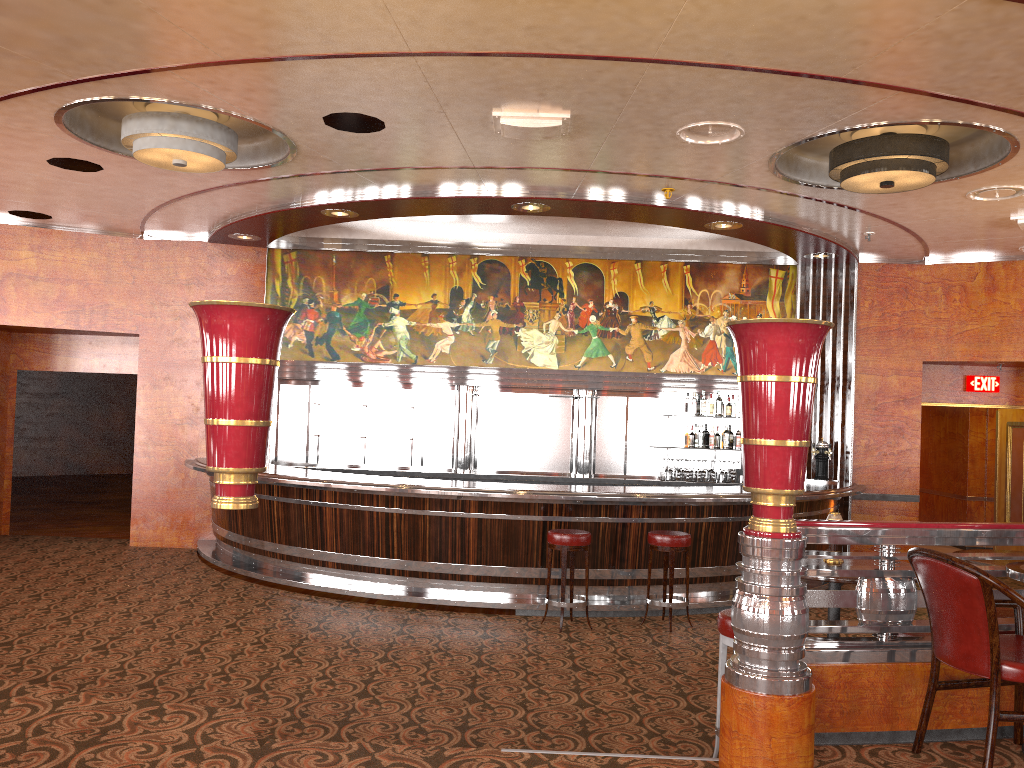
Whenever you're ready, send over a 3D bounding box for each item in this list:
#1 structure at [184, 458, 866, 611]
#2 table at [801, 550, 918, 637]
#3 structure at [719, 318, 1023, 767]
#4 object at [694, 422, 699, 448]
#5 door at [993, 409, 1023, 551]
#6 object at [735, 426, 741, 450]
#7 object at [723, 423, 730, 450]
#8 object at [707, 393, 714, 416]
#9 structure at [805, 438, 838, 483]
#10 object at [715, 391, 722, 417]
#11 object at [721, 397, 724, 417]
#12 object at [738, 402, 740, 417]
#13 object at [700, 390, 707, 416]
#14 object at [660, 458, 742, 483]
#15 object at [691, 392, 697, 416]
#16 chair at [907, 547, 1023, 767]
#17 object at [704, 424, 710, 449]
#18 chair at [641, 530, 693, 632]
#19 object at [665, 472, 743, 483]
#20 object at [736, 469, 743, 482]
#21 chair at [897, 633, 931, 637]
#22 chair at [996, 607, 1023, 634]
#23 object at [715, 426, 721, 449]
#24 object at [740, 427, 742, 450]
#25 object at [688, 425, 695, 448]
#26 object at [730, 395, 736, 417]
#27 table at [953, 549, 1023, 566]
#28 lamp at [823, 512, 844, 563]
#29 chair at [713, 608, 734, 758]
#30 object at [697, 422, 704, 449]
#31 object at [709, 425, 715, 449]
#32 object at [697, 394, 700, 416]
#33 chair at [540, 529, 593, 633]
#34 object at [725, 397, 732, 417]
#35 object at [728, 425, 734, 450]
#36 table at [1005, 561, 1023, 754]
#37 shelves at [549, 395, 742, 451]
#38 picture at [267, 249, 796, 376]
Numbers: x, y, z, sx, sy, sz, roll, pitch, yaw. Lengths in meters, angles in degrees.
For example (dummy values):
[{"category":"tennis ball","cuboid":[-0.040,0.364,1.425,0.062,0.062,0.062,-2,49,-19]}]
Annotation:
[{"category":"structure","cuboid":[0.078,1.455,8.815,7.810,1.047,3.208,2,-2,1]},{"category":"table","cuboid":[1.653,1.398,4.570,0.849,0.960,0.850,2,-2,3]},{"category":"structure","cuboid":[2.741,0.098,4.148,4.354,3.604,0.549,3,-2,-24]},{"category":"object","cuboid":[2.212,0.607,10.489,0.078,0.305,0.206,2,-2,-3]},{"category":"door","cuboid":[6.266,1.285,11.003,0.063,1.982,0.808,2,-1,-4]},{"category":"object","cuboid":[2.636,0.628,10.334,0.067,0.282,0.067,3,-2,-24]},{"category":"object","cuboid":[2.507,0.613,10.364,0.078,0.305,0.078,1,-2,39]},{"category":"object","cuboid":[2.327,0.244,10.381,0.080,0.272,0.080,2,-1,-6]},{"category":"structure","cuboid":[3.481,0.873,9.970,0.360,0.539,0.281,1,-2,21]},{"category":"object","cuboid":[2.416,0.230,10.357,0.078,0.305,0.078,2,-1,-11]},{"category":"object","cuboid":[2.454,0.269,10.442,0.068,0.235,0.212,2,-2,21]},{"category":"object","cuboid":[2.687,0.240,10.367,0.078,0.305,0.078,3,-1,-18]},{"category":"object","cuboid":[2.242,0.225,10.382,0.078,0.305,0.078,2,-1,-8]},{"category":"object","cuboid":[2.217,1.012,10.368,0.951,0.245,0.396,2,-2,5]},{"category":"object","cuboid":[2.136,0.232,10.384,0.067,0.282,0.067,3,-2,-43]},{"category":"chair","cuboid":[1.814,1.028,3.298,0.615,0.816,0.588,2,-2,-9]},{"category":"object","cuboid":[2.295,0.616,10.503,0.090,0.293,0.090,3,-1,-20]},{"category":"chair","cuboid":[1.265,1.584,7.185,0.350,0.755,0.350,1,-2,42]},{"category":"object","cuboid":[2.511,1.079,10.409,1.425,0.134,0.403,2,-2,7]},{"category":"object","cuboid":[2.690,1.071,10.319,0.169,0.156,0.195,1,-2,26]},{"category":"chair","cuboid":[1.873,1.488,4.031,0.350,0.755,0.350,1,-2,42]},{"category":"chair","cuboid":[2.454,1.525,4.456,0.350,0.755,0.350,1,-2,42]},{"category":"object","cuboid":[2.425,0.630,10.475,0.080,0.272,0.080,2,-1,4]},{"category":"object","cuboid":[2.691,0.632,10.402,0.067,0.282,0.067,3,-2,-38]},{"category":"object","cuboid":[2.124,0.619,10.462,0.080,0.272,0.080,2,-1,4]},{"category":"object","cuboid":[2.610,0.258,10.473,0.080,0.272,0.080,3,-2,-31]},{"category":"table","cuboid":[2.875,1.454,4.886,0.850,0.960,0.850,3,-2,-19]},{"category":"lamp","cuboid":[1.675,0.795,4.610,0.130,0.250,0.130,1,-2,21]},{"category":"chair","cuboid":[1.139,1.467,4.180,0.350,0.755,0.350,3,-2,-40]},{"category":"object","cuboid":[2.216,0.603,10.399,0.078,0.305,0.078,2,-1,-6]},{"category":"object","cuboid":[2.349,0.619,10.394,0.067,0.282,0.067,3,-2,-33]},{"category":"object","cuboid":[2.208,0.252,10.488,0.090,0.256,0.090,1,-2,22]},{"category":"chair","cuboid":[0.444,1.549,7.040,0.350,0.755,0.350,3,-2,-25]},{"category":"object","cuboid":[2.538,0.269,10.378,0.070,0.238,0.070,3,-2,-24]},{"category":"object","cuboid":[2.568,0.625,10.457,0.090,0.293,0.090,2,-1,-5]},{"category":"table","cuboid":[2.258,1.097,3.414,0.639,0.720,0.640,0,-2,44]},{"category":"shelves","cuboid":[1.724,0.466,10.459,2.594,0.568,0.339,2,-2,1]},{"category":"picture","cuboid":[0.197,-0.841,10.486,6.254,1.322,0.001,2,-1,1]}]
